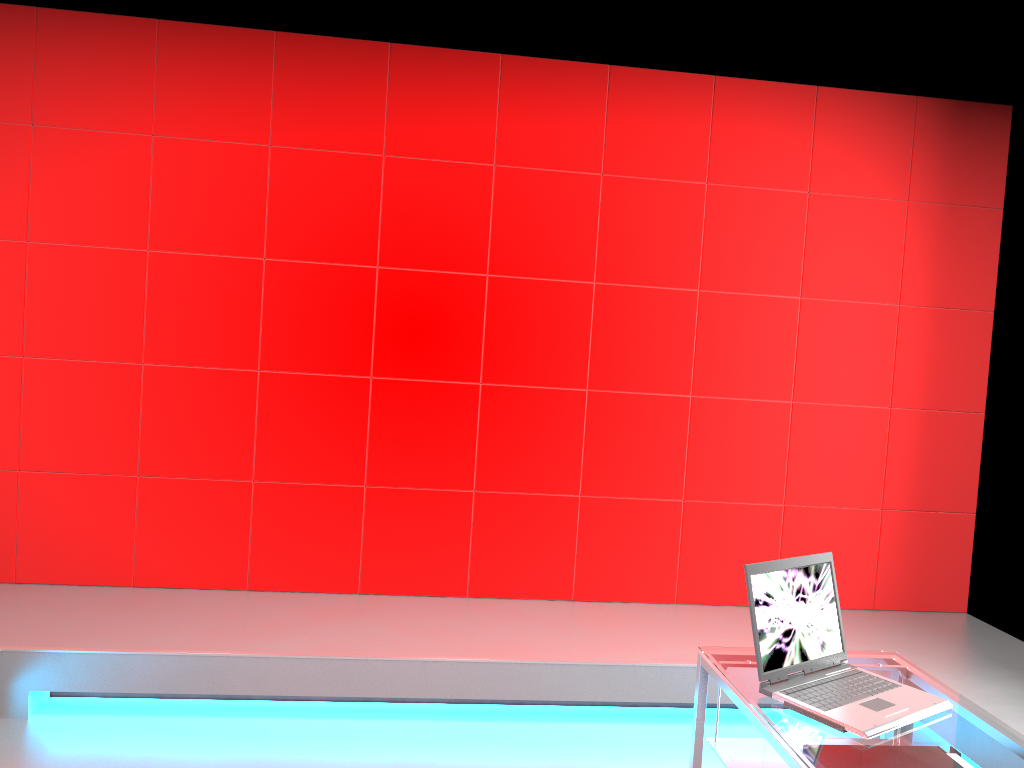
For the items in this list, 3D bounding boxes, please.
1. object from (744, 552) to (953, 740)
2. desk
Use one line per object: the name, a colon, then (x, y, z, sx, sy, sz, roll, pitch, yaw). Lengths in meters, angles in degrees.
object: (0.765, 0.577, 2.026, 0.342, 0.285, 0.340, 2, 3, -36)
desk: (0.828, 1.091, 1.579, 0.594, 0.690, 1.617, 3, 3, -7)
